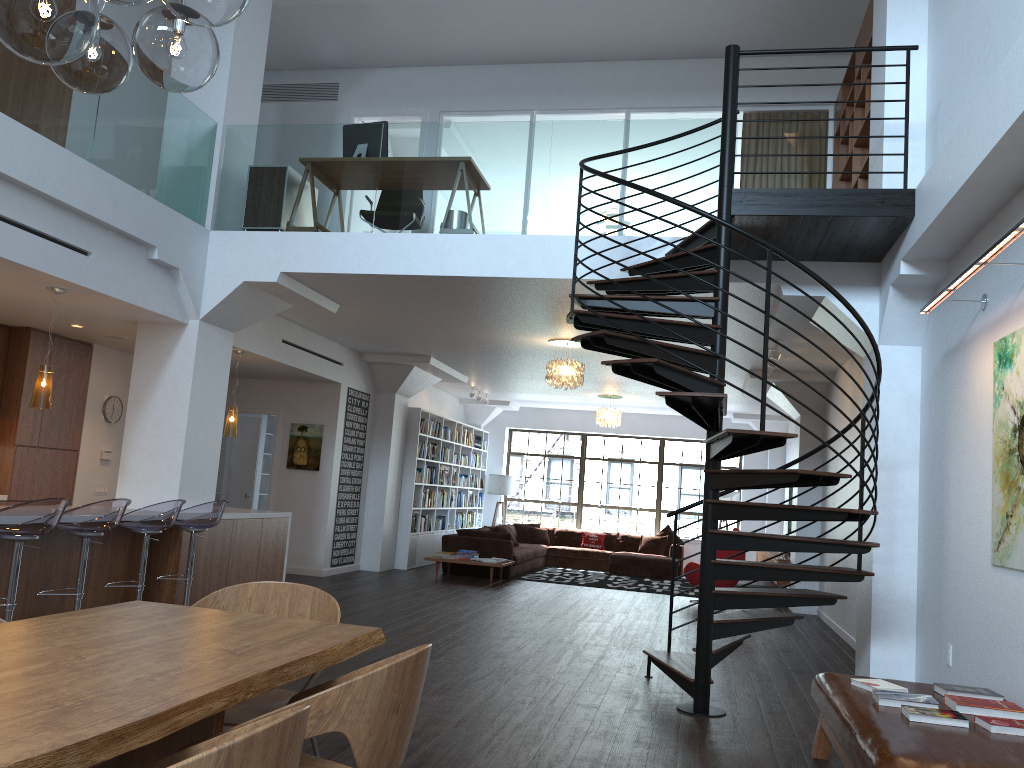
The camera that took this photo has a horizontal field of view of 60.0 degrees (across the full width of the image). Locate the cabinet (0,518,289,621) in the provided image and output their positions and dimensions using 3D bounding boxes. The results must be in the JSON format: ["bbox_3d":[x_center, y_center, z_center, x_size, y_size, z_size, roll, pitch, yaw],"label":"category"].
[{"bbox_3d":[-3.288,1.489,7.267,0.898,0.796,4.493,3,-7,12],"label":"cabinet"}]

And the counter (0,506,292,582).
[{"bbox_3d":[-2.725,1.293,5.501,3.039,0.860,8.182,6,-7,-17],"label":"counter"}]

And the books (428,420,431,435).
[{"bbox_3d":[-1.375,0.691,13.995,0.170,0.251,0.118,3,-7,12],"label":"books"}]

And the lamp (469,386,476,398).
[{"bbox_3d":[-0.674,0.134,15.068,0.120,0.211,0.111,11,-10,-43],"label":"lamp"}]

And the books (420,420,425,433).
[{"bbox_3d":[-1.444,0.658,13.651,0.161,0.218,0.101,3,-7,12],"label":"books"}]

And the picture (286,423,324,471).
[{"bbox_3d":[-2.708,0.823,11.607,0.450,0.600,0.030,3,-7,12],"label":"picture"}]

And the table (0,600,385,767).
[{"bbox_3d":[-1.346,0.937,1.288,1.012,0.750,3.803,3,-7,12],"label":"table"}]

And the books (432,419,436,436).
[{"bbox_3d":[-1.339,0.699,14.196,0.197,0.290,0.136,3,-7,12],"label":"books"}]

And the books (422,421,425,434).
[{"bbox_3d":[-1.434,0.661,13.684,0.161,0.222,0.084,3,-7,12],"label":"books"}]

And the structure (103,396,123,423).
[{"bbox_3d":[-4.455,0.285,9.901,0.040,0.300,0.300,3,-7,12],"label":"structure"}]

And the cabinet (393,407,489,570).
[{"bbox_3d":[-1.231,1.845,15.481,0.461,2.414,4.500,3,-7,12],"label":"cabinet"}]

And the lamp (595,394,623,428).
[{"bbox_3d":[1.641,0.472,14.979,0.442,0.539,0.441,9,-9,-35],"label":"lamp"}]

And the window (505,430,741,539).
[{"bbox_3d":[2.168,2.013,17.774,4.648,1.905,0.114,3,-7,12],"label":"window"}]

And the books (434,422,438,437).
[{"bbox_3d":[-1.303,0.732,14.291,0.182,0.253,0.098,3,-7,12],"label":"books"}]

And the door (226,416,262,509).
[{"bbox_3d":[-4.057,1.466,12.656,0.826,2.032,0.174,3,-7,12],"label":"door"}]

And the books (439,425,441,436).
[{"bbox_3d":[-1.265,0.774,14.543,0.167,0.233,0.077,3,-7,12],"label":"books"}]

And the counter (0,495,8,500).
[{"bbox_3d":[-5.568,0.780,6.422,0.600,0.050,4.387,3,-7,12],"label":"counter"}]

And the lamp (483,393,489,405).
[{"bbox_3d":[-0.464,0.272,16.062,0.120,0.211,0.111,6,-7,-13],"label":"lamp"}]

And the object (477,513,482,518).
[{"bbox_3d":[-0.789,2.568,17.368,0.316,0.088,0.410,3,-7,12],"label":"object"}]

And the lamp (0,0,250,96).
[{"bbox_3d":[-1.071,-1.842,1.942,0.849,2.140,1.787,3,-7,11],"label":"lamp"}]

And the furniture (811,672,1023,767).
[{"bbox_3d":[1.846,1.634,3.769,0.907,0.453,1.819,3,-7,12],"label":"furniture"}]

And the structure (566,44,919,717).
[{"bbox_3d":[1.336,-0.130,5.761,1.998,4.352,1.998,8,-8,-27],"label":"structure"}]

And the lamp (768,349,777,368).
[{"bbox_3d":[2.807,-0.275,9.570,0.120,0.211,0.111,8,-8,-28],"label":"lamp"}]

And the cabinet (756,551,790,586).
[{"bbox_3d":[4.286,2.869,14.179,0.459,0.350,4.501,3,-7,12],"label":"cabinet"}]

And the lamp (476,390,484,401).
[{"bbox_3d":[-0.570,0.202,15.559,0.120,0.211,0.111,8,-8,-28],"label":"lamp"}]

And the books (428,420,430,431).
[{"bbox_3d":[-1.386,0.687,13.953,0.159,0.248,0.089,3,-7,12],"label":"books"}]

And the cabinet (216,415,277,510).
[{"bbox_3d":[-4.109,1.079,13.393,0.527,2.991,2.630,3,-7,12],"label":"cabinet"}]

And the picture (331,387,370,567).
[{"bbox_3d":[-2.191,1.272,12.107,0.021,2.380,0.800,3,-7,13],"label":"picture"}]

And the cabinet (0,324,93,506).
[{"bbox_3d":[-5.443,0.431,6.916,0.598,2.499,5.299,3,-7,12],"label":"cabinet"}]

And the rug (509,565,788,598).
[{"bbox_3d":[2.250,3.137,13.934,4.200,0.007,3.100,3,-7,14],"label":"rug"}]

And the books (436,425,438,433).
[{"bbox_3d":[-1.303,0.736,14.339,0.182,0.255,0.077,3,-7,12],"label":"books"}]

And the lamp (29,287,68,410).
[{"bbox_3d":[-2.358,-0.532,7.468,2.842,1.807,0.149,10,-9,-38],"label":"lamp"}]

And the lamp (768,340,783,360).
[{"bbox_3d":[2.701,-0.345,9.068,0.120,0.211,0.111,6,-7,-13],"label":"lamp"}]

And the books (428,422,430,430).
[{"bbox_3d":[-1.385,0.696,13.919,0.161,0.222,0.084,3,-7,12],"label":"books"}]

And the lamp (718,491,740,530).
[{"bbox_3d":[3.942,2.792,16.556,0.545,1.579,0.545,1,-8,23],"label":"lamp"}]

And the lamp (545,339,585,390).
[{"bbox_3d":[0.609,-0.208,10.071,0.442,0.539,0.441,9,-9,-35],"label":"lamp"}]

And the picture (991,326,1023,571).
[{"bbox_3d":[2.490,0.293,4.261,0.010,1.200,1.095,3,-7,12],"label":"picture"}]

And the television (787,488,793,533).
[{"bbox_3d":[4.494,1.998,14.189,0.013,0.816,1.324,3,-7,12],"label":"television"}]

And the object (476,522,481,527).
[{"bbox_3d":[-0.795,2.742,17.345,0.331,0.088,0.410,3,-7,12],"label":"object"}]

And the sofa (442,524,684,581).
[{"bbox_3d":[1.056,2.814,14.756,3.481,0.664,4.197,3,-7,12],"label":"sofa"}]

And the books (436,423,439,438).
[{"bbox_3d":[-1.289,0.748,14.375,0.174,0.243,0.085,3,-7,12],"label":"books"}]

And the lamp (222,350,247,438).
[{"bbox_3d":[-2.883,0.101,9.224,0.149,0.900,0.149,9,-8,-32],"label":"lamp"}]

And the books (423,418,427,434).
[{"bbox_3d":[-1.425,0.655,13.759,0.170,0.251,0.118,3,-7,12],"label":"books"}]

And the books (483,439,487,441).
[{"bbox_3d":[-0.586,1.214,17.704,0.140,0.231,0.042,3,-7,12],"label":"books"}]

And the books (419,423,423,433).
[{"bbox_3d":[-1.466,0.654,13.590,0.167,0.210,0.162,3,-7,12],"label":"books"}]

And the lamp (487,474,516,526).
[{"bbox_3d":[-0.247,2.598,17.571,0.545,1.579,0.545,4,-7,1],"label":"lamp"}]

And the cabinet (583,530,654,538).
[{"bbox_3d":[1.964,3.189,17.092,1.520,0.625,0.350,3,-7,12],"label":"cabinet"}]

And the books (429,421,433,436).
[{"bbox_3d":[-1.362,0.702,14.045,0.174,0.242,0.105,3,-7,12],"label":"books"}]

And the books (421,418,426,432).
[{"bbox_3d":[-1.435,0.651,13.717,0.159,0.248,0.089,3,-7,12],"label":"books"}]

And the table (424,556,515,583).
[{"bbox_3d":[-0.596,2.612,12.515,1.100,0.271,0.853,3,-7,12],"label":"table"}]

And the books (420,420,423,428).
[{"bbox_3d":[-1.475,0.639,13.500,0.182,0.215,0.188,3,-7,12],"label":"books"}]

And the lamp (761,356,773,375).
[{"bbox_3d":[2.910,-0.207,10.061,0.120,0.211,0.111,11,-10,-43],"label":"lamp"}]

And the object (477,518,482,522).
[{"bbox_3d":[-0.788,2.655,17.356,0.331,0.088,0.410,3,-7,12],"label":"object"}]
